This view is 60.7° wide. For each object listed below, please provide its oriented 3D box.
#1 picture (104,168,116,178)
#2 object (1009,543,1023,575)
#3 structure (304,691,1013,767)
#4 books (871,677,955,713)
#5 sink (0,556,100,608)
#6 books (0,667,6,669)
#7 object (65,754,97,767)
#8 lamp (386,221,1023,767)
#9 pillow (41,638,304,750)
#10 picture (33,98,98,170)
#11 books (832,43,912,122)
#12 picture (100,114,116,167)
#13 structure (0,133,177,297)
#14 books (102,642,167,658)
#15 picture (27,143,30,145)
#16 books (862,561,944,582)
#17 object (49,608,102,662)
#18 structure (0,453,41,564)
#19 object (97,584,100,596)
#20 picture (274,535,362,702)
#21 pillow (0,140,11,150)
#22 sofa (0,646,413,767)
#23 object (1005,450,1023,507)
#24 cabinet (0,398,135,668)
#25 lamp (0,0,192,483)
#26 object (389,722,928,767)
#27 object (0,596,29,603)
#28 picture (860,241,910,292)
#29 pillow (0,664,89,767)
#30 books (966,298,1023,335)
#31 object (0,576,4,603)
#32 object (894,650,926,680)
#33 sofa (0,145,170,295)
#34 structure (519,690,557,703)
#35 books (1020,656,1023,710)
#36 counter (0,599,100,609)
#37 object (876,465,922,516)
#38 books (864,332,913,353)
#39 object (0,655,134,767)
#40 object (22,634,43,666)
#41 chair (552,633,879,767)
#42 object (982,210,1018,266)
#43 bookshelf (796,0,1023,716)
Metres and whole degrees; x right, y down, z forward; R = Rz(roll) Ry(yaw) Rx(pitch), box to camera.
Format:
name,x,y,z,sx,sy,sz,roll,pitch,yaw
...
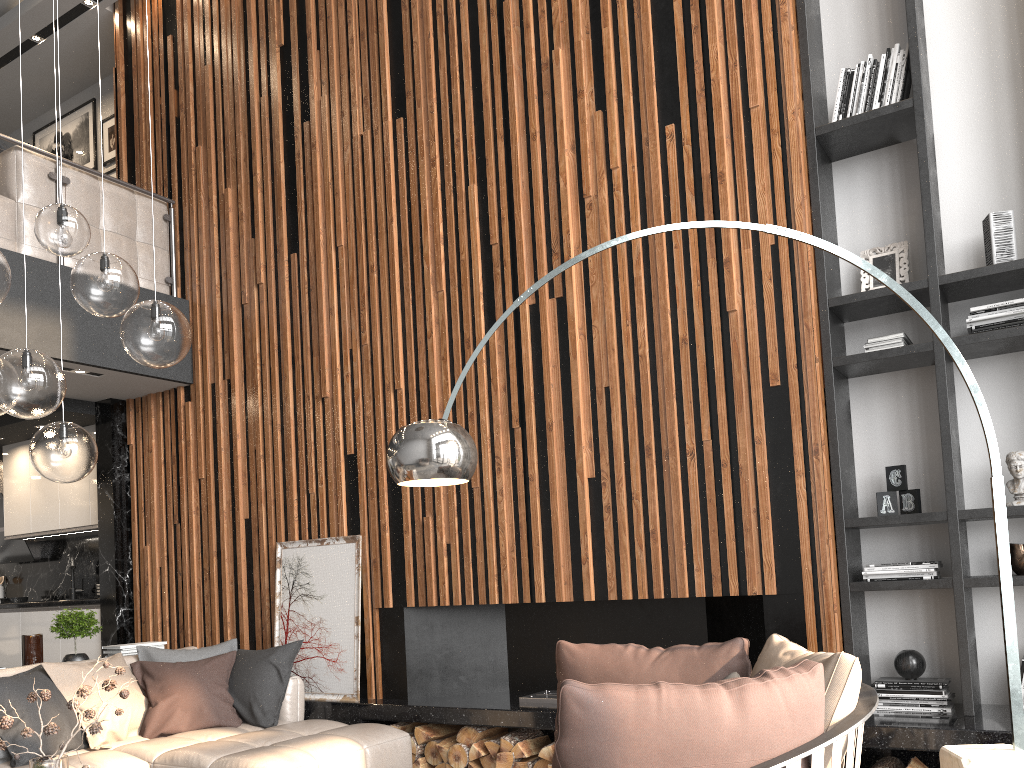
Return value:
name,x,y,z,sx,sy,sz,roll,pitch,yaw
picture,-3.320,-1.579,7.525,0.651,0.634,0.025,-8,-6,32
object,2.209,0.751,3.770,0.102,0.140,0.102,-1,-7,-20
structure,0.029,2.007,4.926,6.589,0.452,0.674,-11,-12,32
books,1.823,1.407,3.981,0.341,0.125,0.221,-10,-12,31
sink,-3.889,1.750,7.481,1.122,0.540,0.502,-10,-10,32
books,-2.989,1.618,4.795,0.206,0.097,0.329,-10,-13,31
object,-1.663,1.525,3.364,0.078,0.208,0.154,-7,-8,42
lamp,0.586,0.598,2.916,2.035,2.305,0.323,-4,-4,9
pillow,-1.914,1.776,5.025,1.384,0.539,0.776,3,-11,-27
picture,-4.118,-2.147,8.049,1.000,0.647,0.025,-9,-6,32
books,1.692,-1.363,4.103,0.370,0.295,0.187,-9,-8,32
picture,-3.410,-2.162,7.600,0.509,0.405,0.025,-9,-6,32
structure,-4.944,-1.018,5.417,3.405,0.728,4.271,-10,-14,31
books,-2.414,1.742,5.610,0.201,0.148,0.336,-9,-12,32
picture,-4.963,-1.746,8.579,0.879,0.980,0.025,-8,-5,32
books,1.780,0.854,3.991,0.325,0.077,0.221,-10,-14,31
object,-2.659,1.563,5.325,0.309,0.402,0.276,-2,-6,-8
structure,-4.730,1.152,8.136,0.744,1.017,0.416,-7,-6,32
object,-3.235,1.655,7.167,0.308,0.192,0.303,-10,-12,35
picture,-1.216,1.460,5.453,0.735,0.985,0.102,-7,-5,32
pillow,-3.450,-1.158,6.264,0.761,0.538,1.412,2,-12,-27
sofa,-2.130,1.728,3.962,1.892,0.805,3.282,-10,-14,31
object,2.183,0.410,3.765,0.136,0.241,0.140,-1,-6,-17
cabinet,-5.326,1.265,6.605,6.257,3.199,3.656,-10,-11,32
lamp,-1.782,-2.167,3.124,1.239,4.931,1.237,-5,-4,29
object,0.942,1.849,4.139,4.076,0.385,0.439,-11,-12,33
object,-4.572,1.962,7.961,0.232,0.059,0.358,-5,-12,10
picture,1.760,-0.527,4.127,0.218,0.267,0.115,-8,-6,33
pillow,-2.748,1.569,3.912,0.547,0.490,1.964,-8,-13,30
books,2.154,-0.273,3.796,0.325,0.126,0.221,-10,-12,31
object,-4.955,1.960,8.385,0.159,0.300,0.176,-7,-7,35
object,1.812,1.279,3.985,0.135,0.131,0.137,-5,-8,12
sofa,-3.984,-0.956,6.002,2.307,0.769,2.303,-10,-14,31
structure,0.418,1.724,4.762,0.717,0.101,0.303,-11,-14,32
books,2.286,1.239,3.677,0.335,0.283,0.176,-9,-8,32
counter,-4.374,1.965,7.767,3.487,0.039,0.617,-11,-15,32
object,1.779,0.494,4.036,0.190,0.232,0.059,-7,-5,30
books,1.751,-0.164,4.062,0.176,0.071,0.331,-10,-14,31
object,-1.517,1.256,3.062,0.317,0.594,0.552,-3,-8,3
object,-2.791,1.591,5.098,0.110,0.264,0.109,-7,-6,38
chair,0.373,1.293,2.768,1.483,0.886,1.471,3,-12,-31
object,2.133,-0.609,3.824,0.104,0.256,0.105,-4,-5,12
bookshelf,2.091,-1.222,3.870,1.470,5.245,0.339,-6,-4,32
